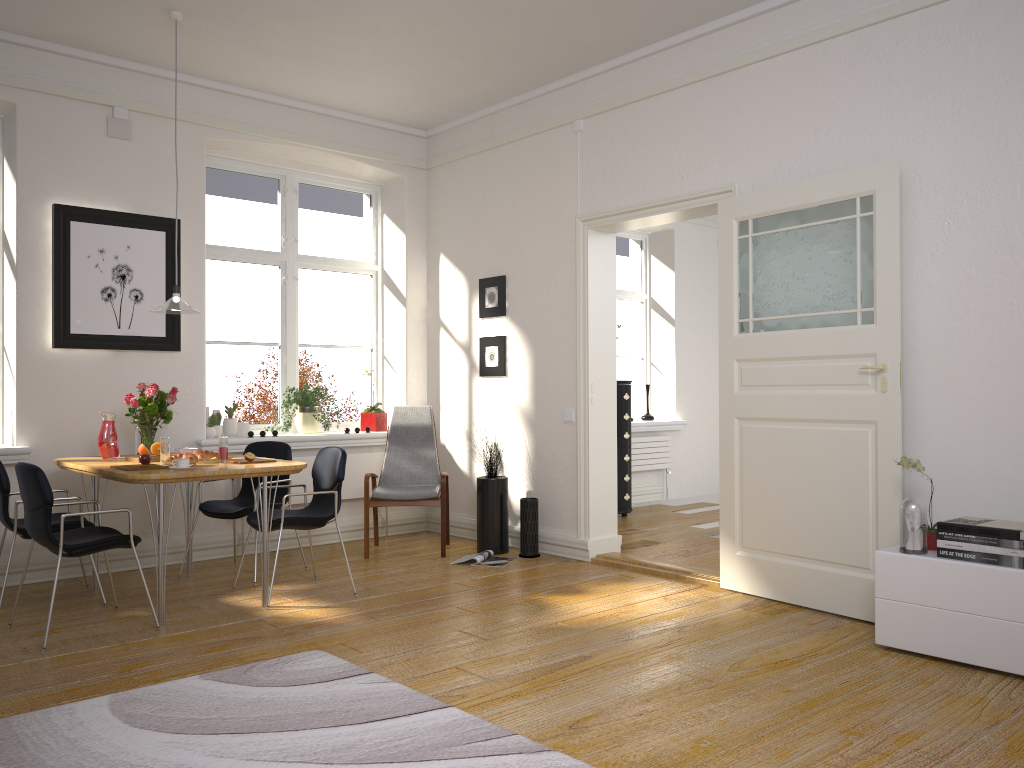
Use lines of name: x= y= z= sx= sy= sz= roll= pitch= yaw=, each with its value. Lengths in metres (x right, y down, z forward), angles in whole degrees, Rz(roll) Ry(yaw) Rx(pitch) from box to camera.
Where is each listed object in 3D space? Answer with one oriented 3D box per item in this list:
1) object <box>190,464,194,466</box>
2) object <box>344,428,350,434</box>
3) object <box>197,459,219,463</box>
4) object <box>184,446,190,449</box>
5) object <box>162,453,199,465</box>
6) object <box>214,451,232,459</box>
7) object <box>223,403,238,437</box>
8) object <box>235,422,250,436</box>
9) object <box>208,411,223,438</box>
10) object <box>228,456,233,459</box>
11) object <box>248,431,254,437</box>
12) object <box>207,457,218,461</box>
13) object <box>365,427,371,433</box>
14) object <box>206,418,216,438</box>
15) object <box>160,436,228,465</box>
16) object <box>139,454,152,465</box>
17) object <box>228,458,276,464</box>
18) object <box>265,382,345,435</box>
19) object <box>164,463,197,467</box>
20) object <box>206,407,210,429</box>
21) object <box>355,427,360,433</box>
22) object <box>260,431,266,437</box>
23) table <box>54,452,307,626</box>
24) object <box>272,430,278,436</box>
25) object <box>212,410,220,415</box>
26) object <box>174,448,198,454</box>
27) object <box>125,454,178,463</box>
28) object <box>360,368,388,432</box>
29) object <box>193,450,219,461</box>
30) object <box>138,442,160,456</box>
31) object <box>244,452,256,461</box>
object: x=-1.585 y=0.407 z=4.439 sx=0.030 sy=0.020 sz=0.138 roll=0 pitch=-1 yaw=7
object: x=-1.238 y=0.348 z=6.652 sx=0.043 sy=0.048 sz=0.042 roll=0 pitch=-1 yaw=-35
object: x=-1.627 y=0.410 z=4.710 sx=0.163 sy=0.016 sz=0.157 roll=0 pitch=-1 yaw=-38
object: x=-1.853 y=0.365 z=5.005 sx=0.028 sy=0.027 sz=0.130 roll=0 pitch=-1 yaw=-3
object: x=-1.666 y=0.384 z=4.474 sx=0.165 sy=0.068 sz=0.149 roll=0 pitch=-1 yaw=-3
object: x=-1.606 y=0.395 z=4.872 sx=0.129 sy=0.049 sz=0.131 roll=0 pitch=-1 yaw=7
object: x=-1.981 y=0.250 z=6.237 sx=0.097 sy=0.244 sz=0.104 roll=-1 pitch=-1 yaw=26
object: x=-1.940 y=0.323 z=6.335 sx=0.133 sy=0.097 sz=0.134 roll=0 pitch=-1 yaw=-2
object: x=-2.053 y=0.278 z=6.127 sx=0.113 sy=0.185 sz=0.098 roll=0 pitch=-1 yaw=-19
object: x=-1.574 y=0.409 z=4.911 sx=0.058 sy=0.020 sz=0.039 roll=-1 pitch=-1 yaw=30
object: x=-1.812 y=0.346 z=6.146 sx=0.043 sy=0.048 sz=0.042 roll=0 pitch=-1 yaw=-35
object: x=-1.597 y=0.401 z=4.694 sx=0.108 sy=0.036 sz=0.071 roll=0 pitch=-1 yaw=10
object: x=-1.102 y=0.348 z=6.773 sx=0.043 sy=0.048 sz=0.042 roll=0 pitch=-1 yaw=-35
object: x=-2.054 y=0.301 z=6.036 sx=0.073 sy=0.137 sz=0.071 roll=0 pitch=-1 yaw=-22
object: x=-1.650 y=0.346 z=4.603 sx=0.335 sy=0.141 sz=0.047 roll=0 pitch=0 yaw=-15
object: x=-1.853 y=0.378 z=4.480 sx=0.061 sy=0.062 sz=0.059 roll=0 pitch=-1 yaw=-39
object: x=-1.418 y=0.413 z=4.760 sx=0.204 sy=0.010 sz=0.255 roll=0 pitch=-1 yaw=-42
object: x=-1.525 y=0.180 z=6.515 sx=0.491 sy=0.385 sz=0.545 roll=0 pitch=-1 yaw=9
object: x=-1.671 y=0.408 z=4.472 sx=0.163 sy=0.016 sz=0.157 roll=0 pitch=-1 yaw=-34
object: x=-2.158 y=0.266 z=6.243 sx=0.051 sy=0.213 sz=0.051 roll=0 pitch=0 yaw=9
object: x=-1.171 y=0.348 z=6.711 sx=0.043 sy=0.048 sz=0.042 roll=0 pitch=-1 yaw=-35
object: x=-1.745 y=0.346 z=6.205 sx=0.043 sy=0.048 sz=0.042 roll=0 pitch=-1 yaw=-35
table: x=-1.831 y=0.793 z=4.825 sx=0.931 sy=0.745 sz=1.469 roll=0 pitch=-1 yaw=-41
object: x=-1.676 y=0.346 z=6.267 sx=0.043 sy=0.048 sz=0.042 roll=0 pitch=-1 yaw=-35
object: x=-2.097 y=0.278 z=6.279 sx=0.051 sy=0.188 sz=0.051 roll=0 pitch=0 yaw=9
object: x=-1.828 y=0.380 z=4.964 sx=0.130 sy=0.038 sz=0.127 roll=0 pitch=-1 yaw=-17
object: x=-1.931 y=0.411 z=4.924 sx=0.356 sy=0.023 sz=0.221 roll=0 pitch=-1 yaw=-42
object: x=-1.097 y=0.124 z=6.973 sx=0.155 sy=0.501 sz=0.271 roll=-1 pitch=-1 yaw=30
object: x=-1.640 y=0.381 z=4.722 sx=0.124 sy=0.059 sz=0.163 roll=0 pitch=-1 yaw=17
object: x=-1.990 y=0.362 z=4.892 sx=0.071 sy=0.074 sz=0.195 roll=0 pitch=-1 yaw=8
object: x=-1.383 y=0.383 z=4.668 sx=0.054 sy=0.048 sz=0.061 roll=0 pitch=-1 yaw=12
